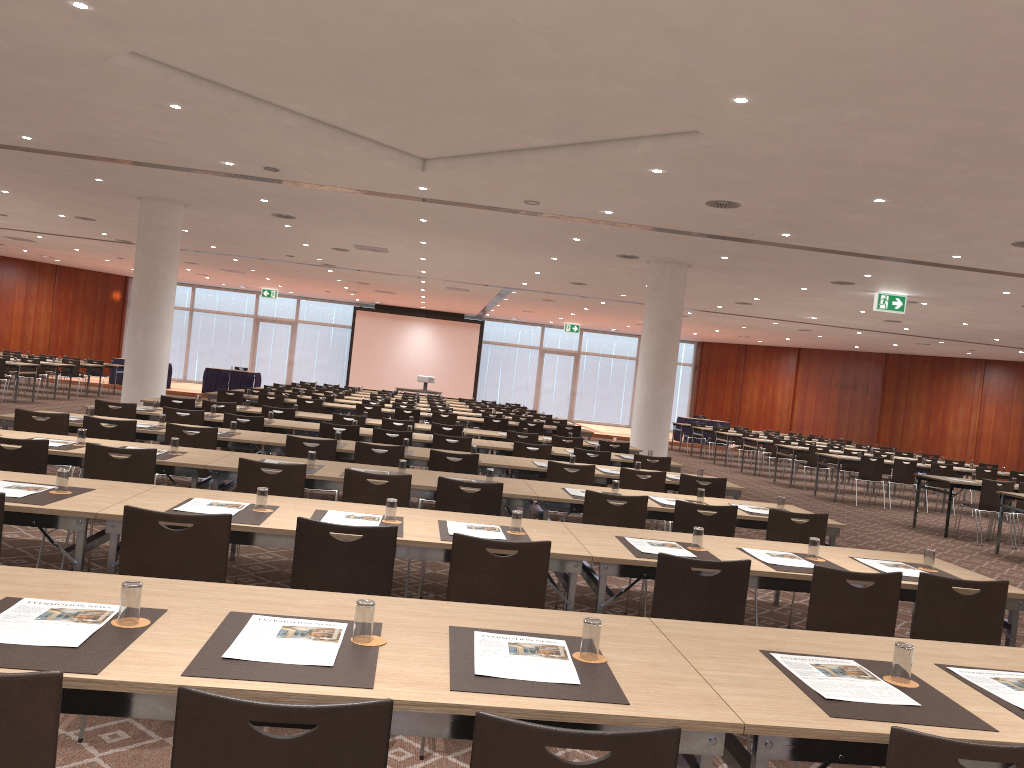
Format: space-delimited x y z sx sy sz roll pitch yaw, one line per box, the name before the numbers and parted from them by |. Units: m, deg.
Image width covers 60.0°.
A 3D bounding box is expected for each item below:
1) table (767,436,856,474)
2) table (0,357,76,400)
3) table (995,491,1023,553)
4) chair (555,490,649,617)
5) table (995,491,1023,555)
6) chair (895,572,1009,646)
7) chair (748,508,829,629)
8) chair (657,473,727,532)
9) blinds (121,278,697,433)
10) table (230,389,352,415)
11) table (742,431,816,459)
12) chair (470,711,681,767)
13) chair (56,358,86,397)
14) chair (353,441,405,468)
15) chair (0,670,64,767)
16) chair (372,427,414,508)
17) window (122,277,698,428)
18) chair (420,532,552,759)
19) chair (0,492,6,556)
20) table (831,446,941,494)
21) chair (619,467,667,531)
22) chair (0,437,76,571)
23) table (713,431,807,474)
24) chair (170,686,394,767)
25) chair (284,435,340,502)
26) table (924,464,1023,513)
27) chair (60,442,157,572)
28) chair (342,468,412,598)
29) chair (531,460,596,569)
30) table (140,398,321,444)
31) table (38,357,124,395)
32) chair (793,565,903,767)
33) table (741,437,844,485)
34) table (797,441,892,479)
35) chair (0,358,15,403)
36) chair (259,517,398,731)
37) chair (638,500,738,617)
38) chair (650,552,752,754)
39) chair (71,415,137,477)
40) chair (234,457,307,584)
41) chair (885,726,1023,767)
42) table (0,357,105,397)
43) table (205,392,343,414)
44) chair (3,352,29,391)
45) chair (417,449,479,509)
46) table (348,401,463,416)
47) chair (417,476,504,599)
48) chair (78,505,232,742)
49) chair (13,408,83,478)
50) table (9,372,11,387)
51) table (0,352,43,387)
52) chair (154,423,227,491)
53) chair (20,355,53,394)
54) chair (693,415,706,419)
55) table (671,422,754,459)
table | 8.477 1.987 25.128 2.267 0.833 0.953 6 1 -6
table | -11.747 -0.159 21.031 2.267 0.833 0.953 6 1 -6
table | 7.579 1.967 11.469 2.267 0.833 0.953 6 1 -6
chair | 0.649 1.200 6.173 0.536 0.939 0.613 6 1 -5
table | 7.579 1.967 11.469 2.267 0.833 0.953 6 1 -6
chair | 2.051 1.360 4.308 0.535 0.939 0.613 6 1 -4
chair | 1.898 1.333 6.260 0.536 0.939 0.613 6 1 -9
chair | 1.687 1.299 8.248 0.535 0.939 0.613 6 1 -4
blinds | -3.812 -1.018 35.622 22.854 3.817 0.115 6 1 -6
table | -4.426 0.644 17.767 2.267 0.833 0.953 6 1 -6
table | 8.277 1.954 27.117 2.267 0.833 0.953 6 1 -6
chair | 0.078 1.162 2.017 0.536 0.939 0.613 6 1 -5
chair | -11.197 -0.162 22.554 0.536 0.939 0.613 6 1 -8
chair | -1.232 0.988 7.989 0.536 0.939 0.613 6 1 -8
chair | -1.188 1.026 1.964 0.535 0.939 0.613 6 1 -3
chair | -1.369 0.962 9.907 0.536 0.939 0.613 6 1 -5
window | -3.799 -1.046 35.847 22.964 3.873 0.217 6 1 -6
chair | -0.110 1.130 4.043 0.536 0.939 0.613 6 1 -7
chair | -2.366 0.889 3.810 0.536 0.939 0.613 6 1 -5
table | 8.876 2.052 21.150 2.267 0.833 0.953 6 1 -6
chair | 1.125 1.239 8.232 0.536 0.939 0.613 6 1 -8
chair | -3.189 0.791 5.735 0.536 0.939 0.613 6 1 -4
table | 6.431 1.780 22.907 2.267 0.833 0.953 6 1 -6
chair | -0.530 1.097 1.989 0.536 0.939 0.613 6 1 -7
chair | -1.812 0.926 7.887 0.536 0.939 0.613 6 1 -8
table | 9.275 2.117 17.171 2.267 0.833 0.953 6 1 -6
chair | -2.568 0.857 5.841 0.536 0.939 0.613 6 1 -8
chair | -0.931 1.032 5.933 0.536 0.939 0.613 6 1 -5
chair | 0.471 1.170 8.122 0.536 0.939 0.613 6 1 -6
table | -3.877 0.734 12.296 2.267 0.833 0.953 6 1 -6
table | -12.147 -0.224 25.010 2.267 0.833 0.953 6 1 -6
chair | 1.507 1.302 4.209 0.536 0.939 0.613 6 1 -8
table | 6.630 1.812 20.918 2.267 0.833 0.953 6 1 -6
table | 8.676 2.019 23.139 2.267 0.833 0.953 6 1 -6
chair | -10.803 -0.097 18.575 0.536 0.939 0.613 6 1 -8
chair | -0.775 1.059 4.016 0.536 0.939 0.613 6 1 -5
chair | 1.252 1.264 6.158 0.536 0.939 0.613 6 1 -5
chair | 0.782 1.225 4.100 0.536 0.939 0.613 6 1 -9
chair | -3.470 0.750 7.681 0.536 0.939 0.613 6 1 -7
chair | -1.603 0.960 5.898 0.535 0.939 0.613 6 1 -4
chair | 1.013 1.261 2.191 0.535 0.939 0.613 6 1 -4
table | -11.947 -0.191 23.020 2.267 0.833 0.953 6 1 -6
table | -4.226 0.677 15.778 2.267 0.833 0.953 6 1 -6
chair | -12.569 -0.308 22.353 0.536 0.939 0.613 6 1 -5
chair | -0.572 1.059 7.980 0.536 0.939 0.613 6 1 -7
table | -2.180 0.884 17.999 2.267 0.833 0.953 6 1 -6
chair | -0.328 1.096 6.030 0.535 0.939 0.613 6 1 -3
chair | -1.462 0.986 3.868 0.536 0.939 0.613 6 1 -8
chair | -4.037 0.689 7.657 0.536 0.939 0.613 6 1 -9
table | -14.193 -0.431 22.789 2.267 0.833 0.953 6 1 -6
table | -14.392 -0.463 24.778 2.267 0.833 0.953 6 1 -6
chair | -2.832 0.817 7.824 0.536 0.939 0.613 6 1 -8
chair | -11.935 -0.240 22.337 0.536 0.939 0.613 6 1 -8
chair | 6.512 1.563 30.776 0.536 0.939 0.613 6 1 -6
table | 6.031 1.715 26.886 2.267 0.833 0.953 6 1 -6
